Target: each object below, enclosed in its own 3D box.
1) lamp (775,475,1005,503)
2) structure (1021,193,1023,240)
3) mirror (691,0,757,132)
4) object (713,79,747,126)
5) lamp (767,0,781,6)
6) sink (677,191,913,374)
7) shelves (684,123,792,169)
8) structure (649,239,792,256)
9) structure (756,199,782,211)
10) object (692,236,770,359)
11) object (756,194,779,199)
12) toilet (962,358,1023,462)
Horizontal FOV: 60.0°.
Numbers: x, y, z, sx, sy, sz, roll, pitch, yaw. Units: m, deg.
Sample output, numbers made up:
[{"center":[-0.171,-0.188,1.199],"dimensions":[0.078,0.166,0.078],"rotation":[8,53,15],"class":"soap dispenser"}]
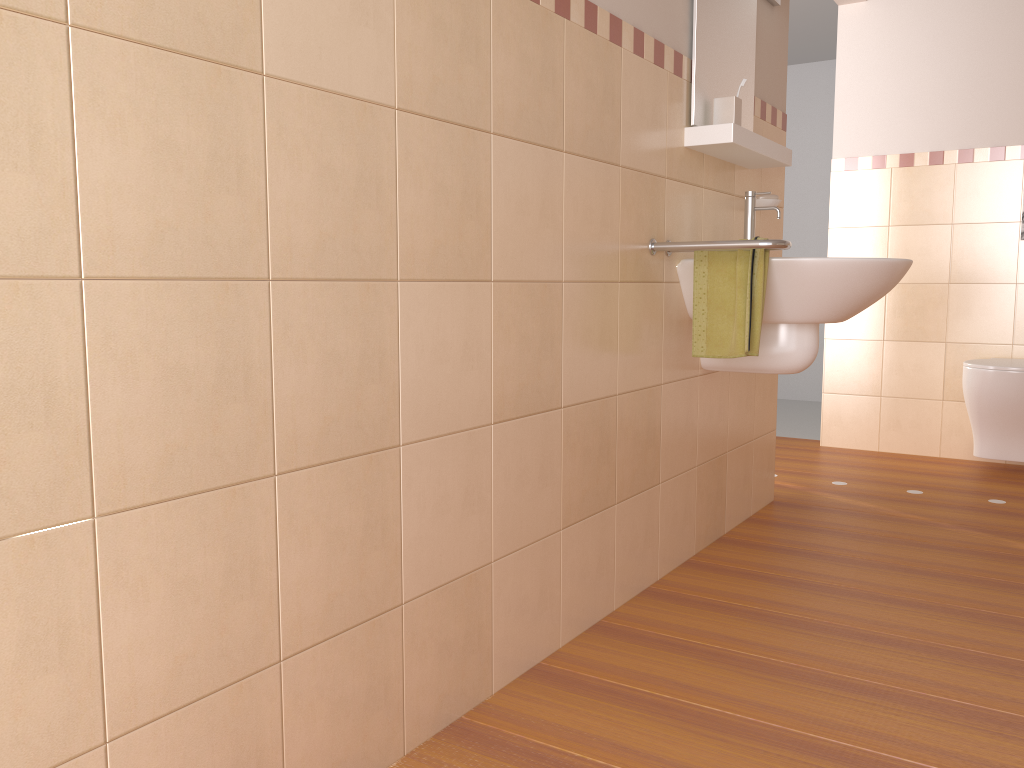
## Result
[{"center":[0.691,0.560,2.128],"dimensions":[2.893,0.001,3.173],"rotation":[4,8,32],"class":"lamp"},{"center":[2.280,-0.758,3.790],"dimensions":[0.170,0.279,0.005],"rotation":[4,8,32],"class":"structure"},{"center":[0.619,-1.113,2.542],"dimensions":[0.008,0.799,0.502],"rotation":[4,8,32],"class":"mirror"},{"center":[0.601,-0.767,2.442],"dimensions":[0.073,0.149,0.063],"rotation":[4,8,32],"class":"object"},{"center":[0.914,-1.318,2.820],"dimensions":[0.209,0.173,0.173],"rotation":[4,8,32],"class":"lamp"},{"center":[0.830,-0.288,2.497],"dimensions":[0.539,0.516,0.683],"rotation":[4,8,32],"class":"sink"},{"center":[0.663,-0.680,2.562],"dimensions":[0.138,0.050,0.554],"rotation":[4,8,32],"class":"shelves"},{"center":[0.518,-0.340,2.188],"dimensions":[0.333,0.042,0.142],"rotation":[4,8,32],"class":"structure"},{"center":[0.821,-0.577,2.862],"dimensions":[0.092,0.029,0.117],"rotation":[4,8,32],"class":"structure"},{"center":[0.553,-0.218,2.248],"dimensions":[0.085,0.306,0.181],"rotation":[-6,8,-41],"class":"object"},{"center":[0.821,-0.599,2.861],"dimensions":[0.075,0.023,0.050],"rotation":[0,6,-3],"class":"object"},{"center":[2.090,0.107,3.699],"dimensions":[0.375,0.400,0.534],"rotation":[4,8,32],"class":"toilet"}]
